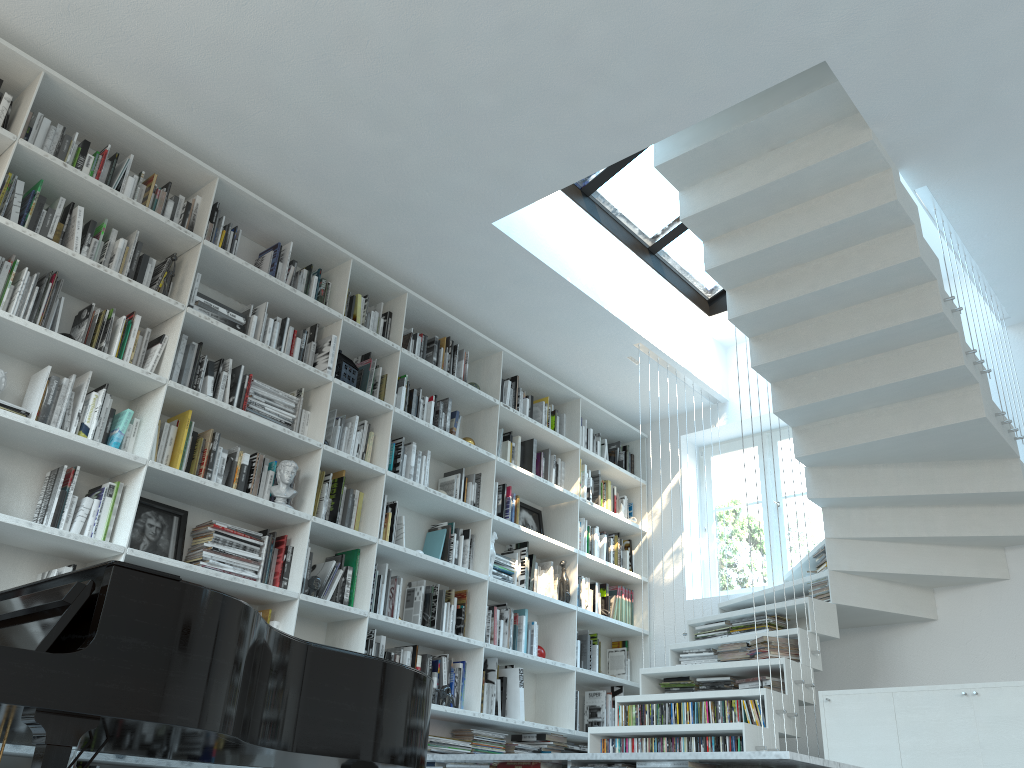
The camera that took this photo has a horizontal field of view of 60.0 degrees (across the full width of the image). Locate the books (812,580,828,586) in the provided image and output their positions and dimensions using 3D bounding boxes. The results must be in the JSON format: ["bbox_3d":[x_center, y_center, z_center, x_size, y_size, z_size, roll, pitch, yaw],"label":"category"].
[{"bbox_3d":[1.830,1.131,4.963,0.266,0.008,0.164,17,-30,-25],"label":"books"}]

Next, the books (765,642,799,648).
[{"bbox_3d":[1.383,1.380,4.635,0.184,0.016,0.180,12,-28,-18],"label":"books"}]

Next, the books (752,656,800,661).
[{"bbox_3d":[1.377,1.446,4.613,0.254,0.007,0.189,13,-28,-18],"label":"books"}]

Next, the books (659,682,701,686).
[{"bbox_3d":[0.930,1.644,4.829,0.188,0.006,0.199,-16,-32,33],"label":"books"}]

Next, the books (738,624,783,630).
[{"bbox_3d":[1.396,1.382,4.981,0.154,0.014,0.197,21,-31,-31],"label":"books"}]

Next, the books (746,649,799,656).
[{"bbox_3d":[1.387,1.406,4.604,0.295,0.006,0.147,10,-27,-12],"label":"books"}]

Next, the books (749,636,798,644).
[{"bbox_3d":[1.387,1.354,4.640,0.234,0.025,0.158,8,-27,-10],"label":"books"}]

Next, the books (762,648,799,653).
[{"bbox_3d":[1.382,1.404,4.621,0.232,0.011,0.172,9,-27,-10],"label":"books"}]

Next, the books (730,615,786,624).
[{"bbox_3d":[1.386,1.341,4.990,0.191,0.013,0.244,22,-32,-33],"label":"books"}]

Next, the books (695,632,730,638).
[{"bbox_3d":[1.231,1.487,5.205,0.171,0.006,0.269,22,-32,-33],"label":"books"}]

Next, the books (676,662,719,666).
[{"bbox_3d":[1.094,1.600,5.027,0.297,0.012,0.145,-18,-34,36],"label":"books"}]

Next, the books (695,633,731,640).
[{"bbox_3d":[1.233,1.493,5.203,0.185,0.006,0.263,20,-31,-29],"label":"books"}]

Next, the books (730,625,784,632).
[{"bbox_3d":[1.386,1.388,4.970,0.187,0.009,0.261,23,-32,-34],"label":"books"}]

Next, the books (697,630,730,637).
[{"bbox_3d":[1.232,1.480,5.209,0.172,0.011,0.232,22,-32,-33],"label":"books"}]

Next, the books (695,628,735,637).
[{"bbox_3d":[1.235,1.472,5.215,0.162,0.008,0.290,17,-30,-26],"label":"books"}]

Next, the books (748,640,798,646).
[{"bbox_3d":[1.388,1.364,4.626,0.254,0.005,0.161,10,-27,-14],"label":"books"}]

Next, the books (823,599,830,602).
[{"bbox_3d":[1.823,1.221,4.921,0.241,0.008,0.168,13,-28,-18],"label":"books"}]

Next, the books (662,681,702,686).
[{"bbox_3d":[0.944,1.644,4.846,0.195,0.012,0.161,-17,-33,34],"label":"books"}]

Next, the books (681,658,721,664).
[{"bbox_3d":[1.096,1.587,5.035,0.231,0.019,0.143,-18,-33,36],"label":"books"}]

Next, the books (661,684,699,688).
[{"bbox_3d":[0.942,1.658,4.838,0.208,0.009,0.160,-16,-32,33],"label":"books"}]

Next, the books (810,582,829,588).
[{"bbox_3d":[1.820,1.151,4.976,0.262,0.016,0.132,15,-29,-22],"label":"books"}]

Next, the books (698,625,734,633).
[{"bbox_3d":[1.253,1.462,5.232,0.136,0.017,0.299,19,-31,-28],"label":"books"}]

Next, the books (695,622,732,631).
[{"bbox_3d":[1.232,1.440,5.226,0.190,0.015,0.231,20,-31,-30],"label":"books"}]

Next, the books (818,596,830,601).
[{"bbox_3d":[1.825,1.210,4.925,0.223,0.015,0.180,15,-29,-22],"label":"books"}]

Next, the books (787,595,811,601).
[{"bbox_3d":[1.738,1.263,5.162,0.183,0.016,0.199,16,-29,-24],"label":"books"}]

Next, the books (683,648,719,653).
[{"bbox_3d":[1.094,1.532,5.055,0.180,0.014,0.157,-17,-33,35],"label":"books"}]

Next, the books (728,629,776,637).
[{"bbox_3d":[1.379,1.408,4.955,0.182,0.013,0.288,20,-31,-30],"label":"books"}]

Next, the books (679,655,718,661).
[{"bbox_3d":[1.094,1.569,5.039,0.240,0.016,0.150,-17,-33,35],"label":"books"}]

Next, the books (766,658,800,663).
[{"bbox_3d":[1.380,1.450,4.600,0.215,0.013,0.190,10,-27,-14],"label":"books"}]

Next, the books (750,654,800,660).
[{"bbox_3d":[1.381,1.432,4.606,0.222,0.011,0.181,11,-28,-15],"label":"books"}]

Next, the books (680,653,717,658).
[{"bbox_3d":[1.084,1.551,5.034,0.203,0.011,0.174,-15,-32,32],"label":"books"}]

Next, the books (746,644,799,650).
[{"bbox_3d":[1.388,1.383,4.615,0.295,0.007,0.146,10,-27,-12],"label":"books"}]

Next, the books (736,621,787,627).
[{"bbox_3d":[1.399,1.365,4.992,0.145,0.011,0.257,25,-34,-36],"label":"books"}]

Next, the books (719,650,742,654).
[{"bbox_3d":[1.233,1.473,4.834,0.159,0.012,0.129,20,-31,-29],"label":"books"}]

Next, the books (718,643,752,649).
[{"bbox_3d":[1.247,1.444,4.835,0.190,0.017,0.167,-20,-35,39],"label":"books"}]

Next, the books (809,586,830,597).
[{"bbox_3d":[1.824,1.169,4.940,0.262,0.023,0.201,13,-28,-19],"label":"books"}]

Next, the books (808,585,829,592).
[{"bbox_3d":[1.825,1.161,4.957,0.291,0.006,0.149,12,-28,-17],"label":"books"}]

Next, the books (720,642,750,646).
[{"bbox_3d":[1.244,1.434,4.844,0.155,0.009,0.155,-19,-34,37],"label":"books"}]

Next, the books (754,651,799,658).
[{"bbox_3d":[1.386,1.415,4.599,0.215,0.014,0.139,13,-28,-18],"label":"books"}]

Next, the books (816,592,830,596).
[{"bbox_3d":[1.821,1.189,4.947,0.208,0.008,0.144,17,-30,-25],"label":"books"}]

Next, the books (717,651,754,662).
[{"bbox_3d":[1.255,1.485,4.803,0.179,0.035,0.222,26,-35,-38],"label":"books"}]

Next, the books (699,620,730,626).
[{"bbox_3d":[1.241,1.430,5.238,0.166,0.014,0.236,18,-30,-28],"label":"books"}]

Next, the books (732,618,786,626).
[{"bbox_3d":[1.392,1.353,4.990,0.174,0.009,0.240,23,-33,-34],"label":"books"}]

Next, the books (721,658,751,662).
[{"bbox_3d":[1.251,1.504,4.797,0.182,0.005,0.189,-19,-34,37],"label":"books"}]

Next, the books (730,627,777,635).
[{"bbox_3d":[1.380,1.396,4.960,0.191,0.014,0.244,21,-31,-31],"label":"books"}]

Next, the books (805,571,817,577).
[{"bbox_3d":[1.843,1.142,5.221,0.226,0.012,0.285,-3,-27,13],"label":"books"}]

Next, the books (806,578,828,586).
[{"bbox_3d":[1.824,1.130,4.977,0.300,0.007,0.159,14,-29,-21],"label":"books"}]

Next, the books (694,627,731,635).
[{"bbox_3d":[1.235,1.466,5.217,0.168,0.005,0.293,18,-30,-27],"label":"books"}]

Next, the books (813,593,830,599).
[{"bbox_3d":[1.825,1.196,4.933,0.238,0.017,0.174,13,-28,-19],"label":"books"}]

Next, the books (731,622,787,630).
[{"bbox_3d":[1.388,1.369,4.980,0.177,0.007,0.255,24,-33,-35],"label":"books"}]

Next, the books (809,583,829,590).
[{"bbox_3d":[1.824,1.156,4.961,0.285,0.007,0.160,14,-28,-20],"label":"books"}]

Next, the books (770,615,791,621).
[{"bbox_3d":[1.408,1.341,5.010,0.134,0.007,0.299,23,-33,-34],"label":"books"}]

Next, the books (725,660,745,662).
[{"bbox_3d":[1.233,1.519,4.809,0.155,0.013,0.140,-20,-35,38],"label":"books"}]

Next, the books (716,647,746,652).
[{"bbox_3d":[1.248,1.457,4.827,0.219,0.012,0.156,19,-31,-28],"label":"books"}]

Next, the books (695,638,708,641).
[{"bbox_3d":[1.239,1.501,5.205,0.152,0.005,0.293,21,-32,-32],"label":"books"}]

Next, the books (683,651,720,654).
[{"bbox_3d":[1.091,1.544,5.047,0.180,0.014,0.157,-16,-32,33],"label":"books"}]

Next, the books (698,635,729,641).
[{"bbox_3d":[1.232,1.508,5.196,0.166,0.018,0.265,17,-30,-26],"label":"books"}]

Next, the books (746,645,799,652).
[{"bbox_3d":[1.387,1.389,4.612,0.295,0.007,0.146,11,-28,-16],"label":"books"}]
